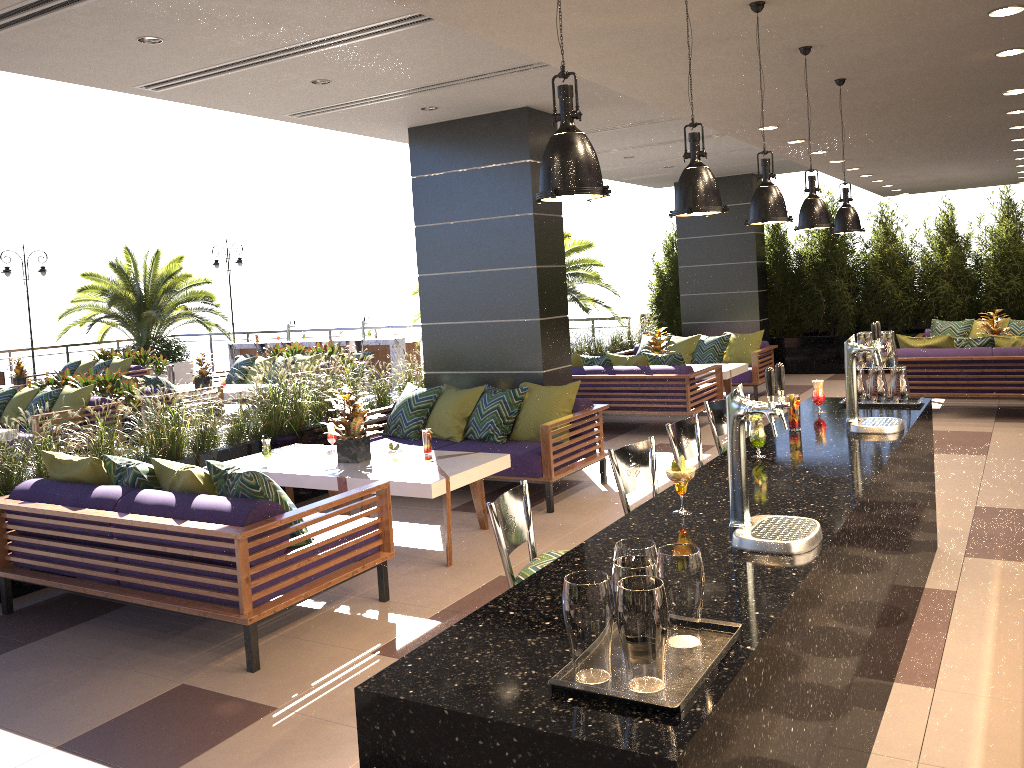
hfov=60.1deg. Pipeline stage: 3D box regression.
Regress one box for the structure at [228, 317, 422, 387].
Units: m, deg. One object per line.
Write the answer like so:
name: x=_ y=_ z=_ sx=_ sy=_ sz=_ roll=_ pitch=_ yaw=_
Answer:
structure: x=-3.873 y=-0.649 z=17.883 sx=4.398 sy=1.324 sz=0.808 roll=0 pitch=5 yaw=31

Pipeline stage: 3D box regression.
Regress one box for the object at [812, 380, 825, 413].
object: x=1.731 y=0.070 z=4.999 sx=0.069 sy=0.180 sz=0.069 roll=-3 pitch=3 yaw=3

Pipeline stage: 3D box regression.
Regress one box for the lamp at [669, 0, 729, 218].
lamp: x=0.557 y=-0.957 z=2.751 sx=0.163 sy=0.862 sz=0.163 roll=-4 pitch=3 yaw=-17

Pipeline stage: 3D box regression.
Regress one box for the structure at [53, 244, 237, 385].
structure: x=-8.415 y=-1.619 z=20.353 sx=3.800 sy=3.293 sz=3.767 roll=-4 pitch=5 yaw=-2

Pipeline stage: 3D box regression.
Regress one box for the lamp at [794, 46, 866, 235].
lamp: x=1.648 y=-1.226 z=4.608 sx=0.192 sy=0.861 sz=1.086 roll=-2 pitch=5 yaw=31

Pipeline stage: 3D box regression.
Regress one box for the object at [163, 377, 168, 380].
object: x=-4.977 y=-0.003 z=12.710 sx=0.067 sy=0.189 sz=0.084 roll=-5 pitch=4 yaw=-29

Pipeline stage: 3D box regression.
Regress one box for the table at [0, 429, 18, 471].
table: x=-6.278 y=0.809 z=9.396 sx=2.035 sy=0.552 sz=0.946 roll=0 pitch=6 yaw=31

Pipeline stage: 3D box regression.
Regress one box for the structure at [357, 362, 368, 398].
structure: x=-2.330 y=0.011 z=13.809 sx=0.100 sy=0.698 sz=0.181 roll=-2 pitch=3 yaw=31

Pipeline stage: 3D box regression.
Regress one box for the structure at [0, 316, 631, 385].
structure: x=-7.505 y=0.349 z=11.995 sx=12.909 sy=1.055 sz=17.582 roll=0 pitch=7 yaw=30

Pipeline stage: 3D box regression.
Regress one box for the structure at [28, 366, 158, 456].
structure: x=-5.320 y=0.361 z=11.042 sx=2.418 sy=1.170 sz=0.704 roll=0 pitch=5 yaw=32

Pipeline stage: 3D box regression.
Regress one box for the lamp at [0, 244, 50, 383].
lamp: x=-10.533 y=-1.394 z=19.341 sx=0.263 sy=3.318 sz=1.126 roll=-2 pitch=3 yaw=31

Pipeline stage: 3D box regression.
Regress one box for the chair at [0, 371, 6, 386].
chair: x=-10.809 y=0.037 z=17.909 sx=0.714 sy=0.813 sz=0.717 roll=-1 pitch=5 yaw=31

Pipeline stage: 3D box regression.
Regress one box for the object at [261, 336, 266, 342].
object: x=-5.320 y=-0.913 z=18.942 sx=0.105 sy=0.208 sz=0.106 roll=-3 pitch=3 yaw=6

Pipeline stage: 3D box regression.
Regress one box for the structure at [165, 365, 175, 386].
structure: x=-6.196 y=0.005 z=16.091 sx=0.100 sy=0.698 sz=0.181 roll=-2 pitch=3 yaw=31

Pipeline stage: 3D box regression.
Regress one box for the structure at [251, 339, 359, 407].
structure: x=-3.363 y=-0.122 z=14.380 sx=2.249 sy=1.168 sz=0.740 roll=0 pitch=5 yaw=32

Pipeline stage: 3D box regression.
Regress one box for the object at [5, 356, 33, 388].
object: x=-8.298 y=-0.201 z=14.894 sx=0.426 sy=0.525 sz=0.430 roll=-6 pitch=5 yaw=-32

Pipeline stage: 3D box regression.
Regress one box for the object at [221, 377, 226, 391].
object: x=-3.940 y=0.004 z=12.089 sx=0.068 sy=0.180 sz=0.069 roll=-3 pitch=3 yaw=19

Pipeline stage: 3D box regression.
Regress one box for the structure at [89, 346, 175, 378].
structure: x=-7.269 y=-0.125 z=16.646 sx=2.249 sy=1.168 sz=0.740 roll=0 pitch=5 yaw=32

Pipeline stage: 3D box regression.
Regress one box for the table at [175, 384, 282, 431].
table: x=-4.356 y=0.336 z=12.668 sx=2.035 sy=0.552 sz=0.946 roll=0 pitch=6 yaw=31

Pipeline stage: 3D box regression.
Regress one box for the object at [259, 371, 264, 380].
object: x=-3.591 y=-0.087 z=12.650 sx=0.106 sy=0.196 sz=0.106 roll=-5 pitch=4 yaw=-26

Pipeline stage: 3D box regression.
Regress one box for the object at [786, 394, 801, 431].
object: x=1.421 y=0.141 z=4.480 sx=0.085 sy=0.189 sz=0.067 roll=-6 pitch=4 yaw=-34

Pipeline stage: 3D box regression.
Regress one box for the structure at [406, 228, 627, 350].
structure: x=0.037 y=-1.612 z=15.431 sx=3.805 sy=3.293 sz=3.762 roll=-5 pitch=5 yaw=-17

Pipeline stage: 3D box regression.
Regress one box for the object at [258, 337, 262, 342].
object: x=-5.384 y=-0.899 z=18.855 sx=0.105 sy=0.208 sz=0.106 roll=-3 pitch=3 yaw=6

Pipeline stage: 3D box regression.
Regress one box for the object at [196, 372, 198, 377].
object: x=-4.720 y=-0.090 z=13.329 sx=0.082 sy=0.197 sz=0.069 roll=-5 pitch=3 yaw=-18

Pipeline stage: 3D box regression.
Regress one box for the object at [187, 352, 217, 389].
object: x=-4.405 y=-0.196 z=12.608 sx=0.425 sy=0.525 sz=0.432 roll=0 pitch=6 yaw=43

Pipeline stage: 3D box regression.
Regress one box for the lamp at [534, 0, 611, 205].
lamp: x=0.109 y=-0.846 z=1.988 sx=0.163 sy=0.862 sz=0.163 roll=-4 pitch=3 yaw=-17

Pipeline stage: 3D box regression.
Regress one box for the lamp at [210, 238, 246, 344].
lamp: x=-6.746 y=-1.843 z=21.306 sx=1.121 sy=3.318 sz=0.265 roll=-2 pitch=3 yaw=31

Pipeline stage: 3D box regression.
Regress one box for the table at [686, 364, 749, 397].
table: x=1.941 y=0.069 z=11.506 sx=2.035 sy=0.552 sz=0.946 roll=0 pitch=6 yaw=31

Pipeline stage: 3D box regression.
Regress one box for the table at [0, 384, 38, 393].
table: x=-8.202 y=0.329 z=14.938 sx=2.035 sy=0.552 sz=0.946 roll=0 pitch=6 yaw=31

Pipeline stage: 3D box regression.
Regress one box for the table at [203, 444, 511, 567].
table: x=-1.110 y=0.822 z=6.312 sx=2.035 sy=0.552 sz=0.946 roll=0 pitch=6 yaw=31

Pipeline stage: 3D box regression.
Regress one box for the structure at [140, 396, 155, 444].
structure: x=-4.297 y=0.496 z=10.461 sx=0.100 sy=0.698 sz=0.181 roll=-2 pitch=3 yaw=31

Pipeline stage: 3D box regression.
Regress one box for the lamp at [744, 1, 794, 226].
lamp: x=0.991 y=-1.063 z=3.489 sx=0.163 sy=0.862 sz=0.163 roll=-4 pitch=3 yaw=-17

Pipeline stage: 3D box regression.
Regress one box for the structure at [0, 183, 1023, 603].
structure: x=-0.346 y=-0.299 z=4.294 sx=7.812 sy=3.111 sz=24.840 roll=0 pitch=7 yaw=30
